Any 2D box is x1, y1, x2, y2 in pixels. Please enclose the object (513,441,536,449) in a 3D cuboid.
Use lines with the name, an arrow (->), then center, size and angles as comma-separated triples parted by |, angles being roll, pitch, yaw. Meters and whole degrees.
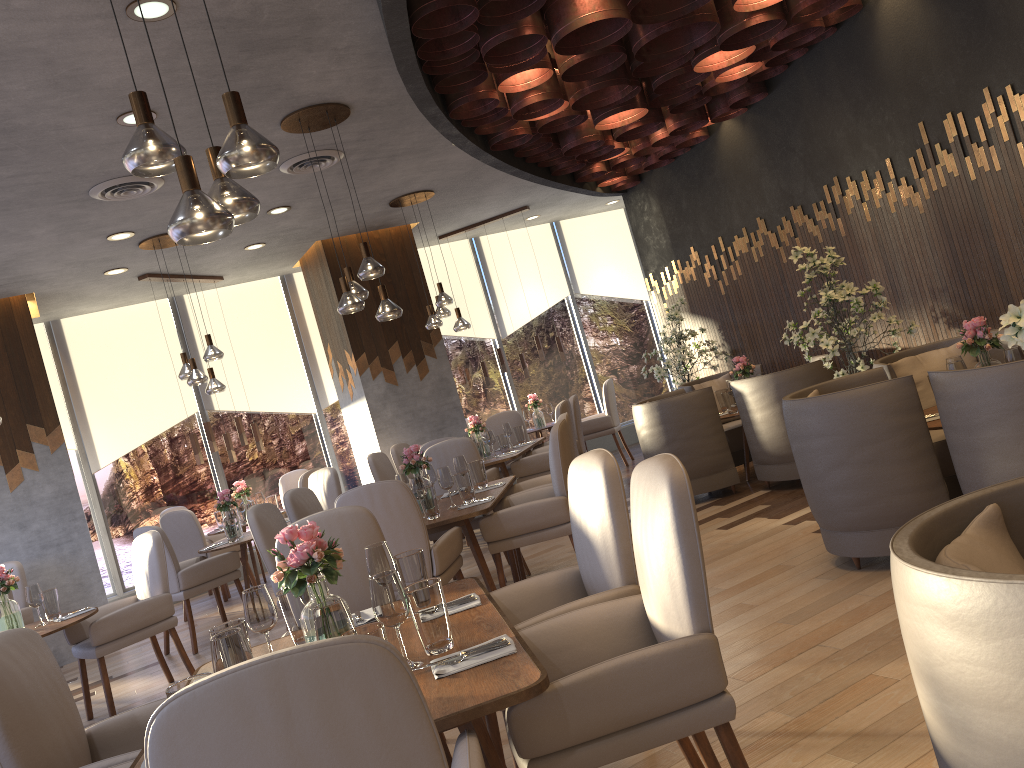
object -> 0.098, 0.576, 8.418 | 0.254, 0.019, 0.158 | -16, 0, 17

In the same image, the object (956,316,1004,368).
object -> 2.227, -0.113, 4.176 | 0.198, 0.416, 0.209 | -16, -1, -14

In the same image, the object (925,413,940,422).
object -> 2.015, 0.153, 4.245 | 0.254, 0.019, 0.157 | -16, 0, 12

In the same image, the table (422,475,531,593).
table -> -0.411, 1.090, 5.426 | 0.963, 0.666, 1.308 | -16, 0, 7

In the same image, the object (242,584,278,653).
object -> -0.726, 0.719, 2.605 | 0.092, 0.245, 0.092 | -16, -1, 9

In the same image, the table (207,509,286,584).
table -> -2.519, 1.681, 8.820 | 0.834, 0.662, 0.832 | -16, 0, -6

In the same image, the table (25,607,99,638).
table -> -2.740, 1.760, 5.096 | 0.831, 0.662, 0.836 | -16, -1, 23

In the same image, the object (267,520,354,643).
object -> -0.531, 0.579, 2.423 | 0.210, 0.416, 0.197 | -16, -1, -14

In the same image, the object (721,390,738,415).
object -> 1.715, 0.145, 6.956 | 0.102, 0.178, 0.102 | -16, -1, 21

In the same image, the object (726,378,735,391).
object -> 1.814, 0.081, 7.241 | 0.092, 0.245, 0.092 | -17, -2, 40

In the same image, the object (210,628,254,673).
object -> -0.628, 0.693, 2.042 | 0.092, 0.245, 0.092 | -15, -2, -36

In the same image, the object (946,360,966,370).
object -> 2.093, 0.014, 4.128 | 0.092, 0.245, 0.092 | -17, -2, 32

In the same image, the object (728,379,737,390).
object -> 1.785, 0.091, 7.030 | 0.092, 0.245, 0.092 | -17, -2, 37

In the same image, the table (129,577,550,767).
table -> -0.386, 1.096, 2.393 | 0.966, 0.666, 1.304 | -16, 0, -10

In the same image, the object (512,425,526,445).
object -> 0.075, 0.499, 8.587 | 0.102, 0.178, 0.102 | -17, -2, 43

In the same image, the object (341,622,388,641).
object -> -0.312, 0.637, 1.981 | 0.102, 0.178, 0.102 | -15, -1, -32

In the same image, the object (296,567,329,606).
object -> -0.606, 0.684, 2.756 | 0.092, 0.245, 0.092 | -16, -1, -10

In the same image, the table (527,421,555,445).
table -> 0.440, 0.828, 10.504 | 0.837, 0.662, 0.830 | -16, -1, -36

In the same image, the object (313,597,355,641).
object -> -0.396, 0.627, 2.059 | 0.092, 0.245, 0.092 | -16, -1, -6

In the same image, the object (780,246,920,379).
object -> 2.167, -0.143, 5.585 | 0.788, 1.618, 0.746 | -16, -1, 0

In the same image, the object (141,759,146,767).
object -> -0.744, 0.843, 2.104 | 0.255, 0.019, 0.157 | -16, 0, -11

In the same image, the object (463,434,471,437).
object -> -0.405, 0.603, 8.535 | 0.092, 0.245, 0.092 | -17, -2, 41

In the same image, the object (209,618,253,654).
object -> -0.788, 0.771, 2.523 | 0.102, 0.178, 0.102 | -16, -1, -5

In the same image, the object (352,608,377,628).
object -> -0.517, 0.775, 2.908 | 0.158, 0.019, 0.254 | -16, 0, -13

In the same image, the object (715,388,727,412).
object -> 1.750, 0.134, 7.318 | 0.102, 0.178, 0.102 | -16, -1, -1

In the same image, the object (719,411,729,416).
object -> 1.677, 0.238, 7.107 | 0.255, 0.019, 0.157 | -16, 0, -5

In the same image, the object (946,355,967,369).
object -> 2.187, -0.013, 4.321 | 0.092, 0.245, 0.092 | -15, -2, -32

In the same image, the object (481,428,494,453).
object -> -0.234, 0.553, 8.616 | 0.092, 0.245, 0.092 | -16, -1, -6

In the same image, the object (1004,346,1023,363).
object -> 2.306, -0.046, 4.026 | 0.092, 0.245, 0.092 | -17, -2, 36

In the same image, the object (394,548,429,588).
object -> -0.315, 0.634, 2.869 | 0.102, 0.178, 0.102 | -17, -1, 37

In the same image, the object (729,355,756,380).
object -> 1.887, -0.029, 7.134 | 0.209, 0.416, 0.198 | -17, -2, 41

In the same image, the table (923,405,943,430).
table -> 2.347, 0.361, 4.164 | 0.832, 0.562, 0.835 | -16, 0, 16

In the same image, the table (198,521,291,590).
table -> -2.056, 1.555, 7.254 | 0.830, 0.662, 0.837 | -16, -1, 38

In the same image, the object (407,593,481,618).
object -> -0.221, 0.691, 2.719 | 0.255, 0.019, 0.157 | -16, 0, -10

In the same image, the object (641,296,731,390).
object -> 1.656, -0.008, 8.358 | 0.748, 1.618, 0.785 | -15, -1, -21

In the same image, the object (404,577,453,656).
object -> -0.211, 0.607, 2.307 | 0.102, 0.178, 0.102 | -16, -1, 7

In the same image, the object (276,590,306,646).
object -> -0.677, 0.738, 2.826 | 0.102, 0.178, 0.102 | -16, -1, -7

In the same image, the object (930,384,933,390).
object -> 2.006, 0.073, 4.081 | 0.102, 0.178, 0.102 | -15, -2, -42

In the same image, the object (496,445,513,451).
object -> -0.085, 0.627, 8.725 | 0.157, 0.019, 0.255 | -16, 0, 14

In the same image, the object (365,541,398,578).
object -> -0.397, 0.624, 2.791 | 0.092, 0.245, 0.092 | -16, -1, -7

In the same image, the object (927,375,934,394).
object -> 2.148, 0.031, 4.417 | 0.102, 0.178, 0.102 | -15, -1, -24

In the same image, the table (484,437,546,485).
table -> -0.168, 1.009, 8.241 | 0.962, 0.666, 1.309 | -16, 0, 14

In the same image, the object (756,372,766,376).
object -> 1.999, 0.030, 6.996 | 0.092, 0.245, 0.092 | -16, -1, 13

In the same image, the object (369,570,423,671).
object -> -0.293, 0.597, 2.228 | 0.092, 0.245, 0.092 | -17, -2, 33

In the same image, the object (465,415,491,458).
object -> -0.310, 0.491, 8.283 | 0.209, 0.416, 0.198 | -17, -2, 41

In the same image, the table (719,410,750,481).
table -> 2.016, 0.443, 7.111 | 0.837, 0.562, 0.830 | -16, 0, -34

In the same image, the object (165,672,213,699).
object -> -0.690, 0.745, 1.960 | 0.102, 0.178, 0.102 | -16, -1, -5

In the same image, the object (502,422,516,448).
object -> -0.033, 0.496, 8.550 | 0.092, 0.245, 0.092 | -15, -2, -31

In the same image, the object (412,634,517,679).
object -> -0.118, 0.664, 2.157 | 0.255, 0.019, 0.157 | -16, 0, -10
